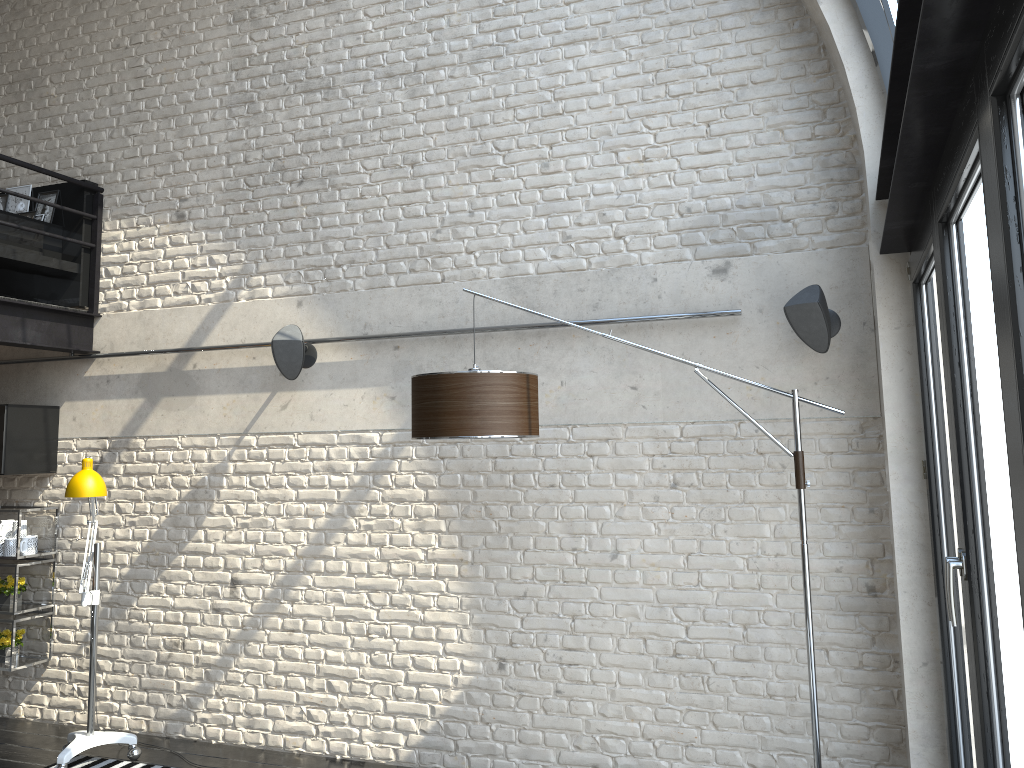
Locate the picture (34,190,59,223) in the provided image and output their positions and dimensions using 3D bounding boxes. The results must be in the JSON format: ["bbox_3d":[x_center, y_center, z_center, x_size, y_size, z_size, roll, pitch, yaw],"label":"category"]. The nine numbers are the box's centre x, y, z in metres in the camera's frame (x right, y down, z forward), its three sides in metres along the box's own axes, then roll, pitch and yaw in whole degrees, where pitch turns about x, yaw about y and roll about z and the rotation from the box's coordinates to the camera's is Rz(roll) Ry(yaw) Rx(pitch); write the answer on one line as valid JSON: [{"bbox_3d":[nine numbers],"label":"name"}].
[{"bbox_3d":[-3.021,-1.131,5.722,0.175,0.251,0.055,-3,-8,20],"label":"picture"}]

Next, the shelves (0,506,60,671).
[{"bbox_3d":[-3.465,1.249,5.575,1.248,0.934,0.286,-3,-7,20],"label":"shelves"}]

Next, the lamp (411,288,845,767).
[{"bbox_3d":[0.490,0.716,3.712,1.844,2.347,0.552,-2,-7,7],"label":"lamp"}]

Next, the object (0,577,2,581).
[{"bbox_3d":[-3.254,1.278,5.500,0.182,0.193,0.174,-6,-8,42],"label":"object"}]

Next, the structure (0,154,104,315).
[{"bbox_3d":[-5.012,0.324,3.923,3.782,3.366,4.757,-3,-6,20],"label":"structure"}]

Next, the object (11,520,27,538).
[{"bbox_3d":[-3.025,0.894,5.452,0.083,0.101,0.108,-2,-6,10],"label":"object"}]

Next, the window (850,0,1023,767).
[{"bbox_3d":[-0.380,-0.965,2.215,2.863,5.535,4.257,-4,-7,20],"label":"window"}]

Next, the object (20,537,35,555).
[{"bbox_3d":[-2.979,0.992,5.425,0.082,0.101,0.108,-5,-7,35],"label":"object"}]

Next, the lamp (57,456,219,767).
[{"bbox_3d":[-1.789,1.176,4.530,1.567,1.631,0.627,-5,-8,33],"label":"lamp"}]

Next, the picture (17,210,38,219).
[{"bbox_3d":[-3.164,-1.062,5.735,0.175,0.122,0.051,-3,-7,20],"label":"picture"}]

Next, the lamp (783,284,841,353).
[{"bbox_3d":[1.360,-0.288,3.954,0.177,0.308,0.356,-6,-8,39],"label":"lamp"}]

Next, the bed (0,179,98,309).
[{"bbox_3d":[-5.258,-0.867,5.237,4.473,0.848,2.680,-3,-5,20],"label":"bed"}]

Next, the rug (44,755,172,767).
[{"bbox_3d":[-1.332,1.844,2.617,3.489,0.004,3.384,-3,-4,20],"label":"rug"}]

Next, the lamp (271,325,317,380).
[{"bbox_3d":[-1.200,-0.174,4.903,0.178,0.308,0.355,-1,-5,2],"label":"lamp"}]

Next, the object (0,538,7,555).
[{"bbox_3d":[-3.142,0.995,5.418,0.083,0.101,0.108,3,-7,-35],"label":"object"}]

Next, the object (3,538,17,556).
[{"bbox_3d":[-3.035,0.989,5.378,0.083,0.101,0.108,-2,-6,10],"label":"object"}]

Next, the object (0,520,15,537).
[{"bbox_3d":[-3.151,0.899,5.500,0.082,0.101,0.108,-5,-7,35],"label":"object"}]

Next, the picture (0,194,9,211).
[{"bbox_3d":[-3.457,-1.124,5.880,0.243,0.277,0.046,-3,-8,20],"label":"picture"}]

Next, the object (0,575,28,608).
[{"bbox_3d":[-3.075,1.270,5.435,0.175,0.193,0.181,-5,-7,33],"label":"object"}]

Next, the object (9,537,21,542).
[{"bbox_3d":[-3.084,0.997,5.469,0.082,0.101,0.108,-5,-7,35],"label":"object"}]

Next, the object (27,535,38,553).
[{"bbox_3d":[-3.007,0.999,5.524,0.083,0.101,0.108,3,-7,-35],"label":"object"}]

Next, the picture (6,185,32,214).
[{"bbox_3d":[-3.269,-1.151,5.829,0.226,0.316,0.033,-3,-8,20],"label":"picture"}]

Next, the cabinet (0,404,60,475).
[{"bbox_3d":[-4.782,0.422,6.128,3.889,0.425,0.397,-3,-6,20],"label":"cabinet"}]

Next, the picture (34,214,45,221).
[{"bbox_3d":[-3.061,-1.049,5.699,0.096,0.087,0.030,-3,-7,20],"label":"picture"}]

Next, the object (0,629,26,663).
[{"bbox_3d":[-3.069,1.589,5.398,0.182,0.193,0.174,-6,-8,42],"label":"object"}]
